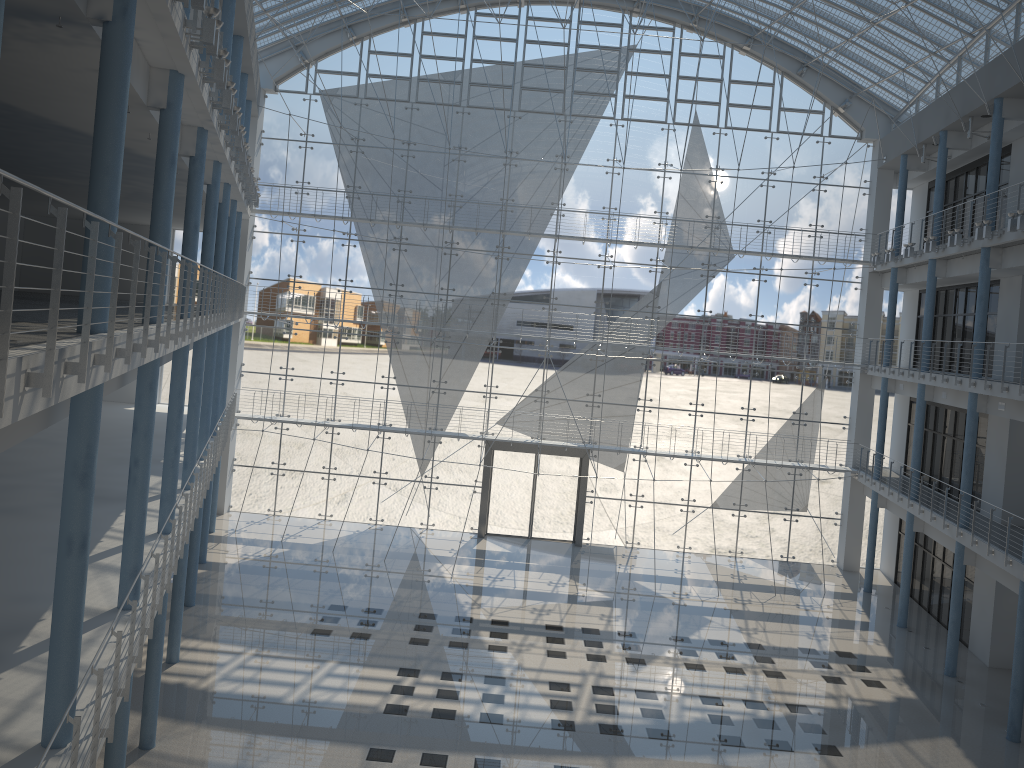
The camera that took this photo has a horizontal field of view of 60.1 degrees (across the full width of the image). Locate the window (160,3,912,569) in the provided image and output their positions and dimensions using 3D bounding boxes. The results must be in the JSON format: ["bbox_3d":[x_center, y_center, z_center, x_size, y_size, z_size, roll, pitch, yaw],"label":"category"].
[{"bbox_3d":[0.156,-0.587,4.570,3.848,2.773,0.010,5,0,1],"label":"window"}]
